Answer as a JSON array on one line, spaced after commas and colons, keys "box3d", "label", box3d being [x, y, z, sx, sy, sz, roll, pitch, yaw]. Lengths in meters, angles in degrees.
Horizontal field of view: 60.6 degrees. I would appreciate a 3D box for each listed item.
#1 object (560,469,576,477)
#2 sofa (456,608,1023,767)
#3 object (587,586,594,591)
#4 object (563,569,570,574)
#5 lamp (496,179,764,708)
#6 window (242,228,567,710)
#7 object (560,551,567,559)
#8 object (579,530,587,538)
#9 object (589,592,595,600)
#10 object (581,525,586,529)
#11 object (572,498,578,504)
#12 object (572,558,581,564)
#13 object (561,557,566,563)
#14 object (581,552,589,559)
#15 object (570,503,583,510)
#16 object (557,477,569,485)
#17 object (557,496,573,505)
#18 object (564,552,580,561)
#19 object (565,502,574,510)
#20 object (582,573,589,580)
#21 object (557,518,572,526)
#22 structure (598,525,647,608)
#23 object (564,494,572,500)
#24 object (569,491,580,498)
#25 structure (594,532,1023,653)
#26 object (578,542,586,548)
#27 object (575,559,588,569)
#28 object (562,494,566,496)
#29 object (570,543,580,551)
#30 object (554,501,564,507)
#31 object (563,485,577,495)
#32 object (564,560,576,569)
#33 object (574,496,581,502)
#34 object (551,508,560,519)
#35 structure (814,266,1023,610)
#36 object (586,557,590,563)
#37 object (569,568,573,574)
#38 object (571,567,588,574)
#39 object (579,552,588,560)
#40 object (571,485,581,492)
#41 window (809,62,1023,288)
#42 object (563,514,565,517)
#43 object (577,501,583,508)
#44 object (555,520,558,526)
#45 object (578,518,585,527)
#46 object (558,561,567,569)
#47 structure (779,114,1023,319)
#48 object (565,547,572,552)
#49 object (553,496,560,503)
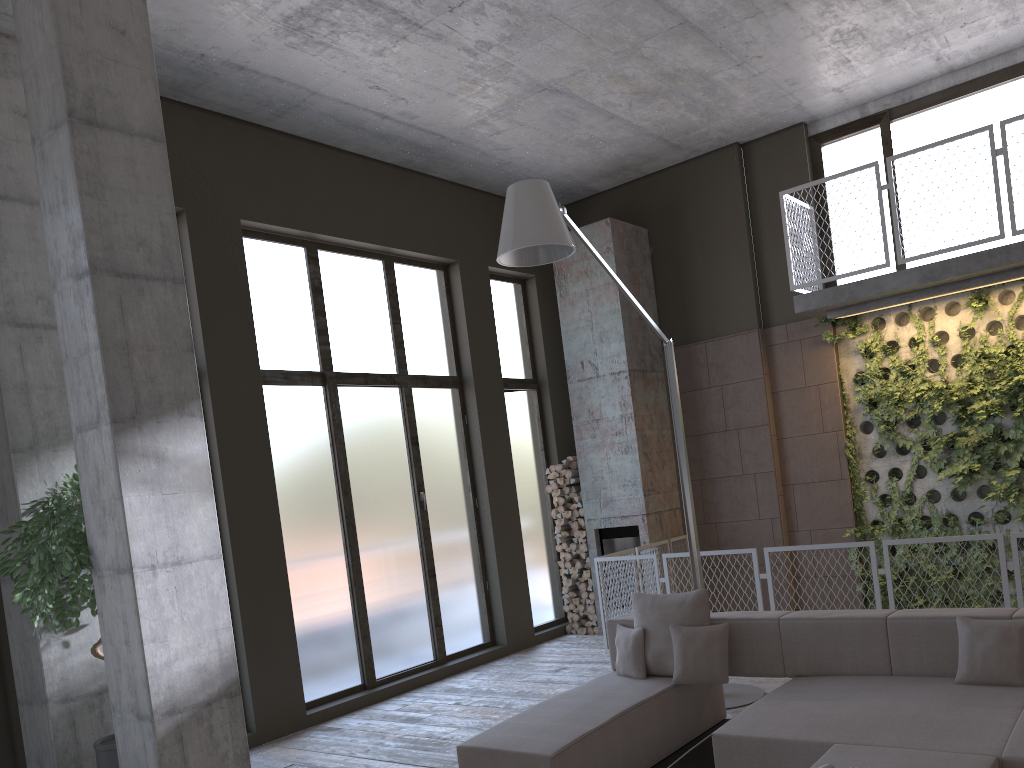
[{"box3d": [0.699, 1.031, 10.225, 0.105, 0.084, 0.361, -10, -7, 37], "label": "object"}, {"box3d": [1.131, 1.740, 4.244, 3.032, 0.783, 2.994, -12, -8, 38], "label": "sofa"}, {"box3d": [1.015, 2.349, 10.234, 0.072, 0.072, 0.420, -9, -6, 37], "label": "object"}, {"box3d": [0.754, 2.196, 10.413, 0.068, 0.067, 0.420, -9, -6, 37], "label": "object"}, {"box3d": [0.914, 0.640, 5.814, 0.761, 3.421, 2.614, -7, -1, 25], "label": "lamp"}, {"box3d": [-2.395, 0.730, 6.980, 0.211, 4.160, 9.156, -6, -4, 37], "label": "window"}, {"box3d": [0.694, 2.015, 10.407, 0.102, 0.102, 0.291, -9, -6, 39], "label": "object"}, {"box3d": [0.949, 1.722, 10.199, 0.094, 0.083, 0.477, -10, -7, 37], "label": "object"}, {"box3d": [1.054, 2.439, 10.228, 0.092, 0.092, 0.435, -9, -6, 37], "label": "object"}, {"box3d": [0.933, 1.644, 10.245, 0.102, 0.086, 0.361, -10, -7, 37], "label": "object"}, {"box3d": [0.833, 1.362, 10.329, 0.105, 0.102, 0.290, -9, -6, 37], "label": "object"}, {"box3d": [0.856, 2.083, 10.360, 0.102, 0.086, 0.361, -10, -7, 37], "label": "object"}, {"box3d": [0.662, 2.059, 10.331, 0.046, 0.072, 0.250, -8, -5, 37], "label": "object"}, {"box3d": [0.941, 1.989, 10.237, 0.067, 0.085, 0.423, -8, -6, 35], "label": "object"}, {"box3d": [0.848, 1.424, 10.270, 0.116, 0.079, 0.433, -10, -7, 37], "label": "object"}, {"box3d": [0.702, 1.124, 10.278, 0.095, 0.083, 0.477, -10, -7, 37], "label": "object"}, {"box3d": [0.659, 1.354, 10.294, 0.099, 0.107, 0.292, -9, -6, 39], "label": "object"}, {"box3d": [0.741, 2.007, 10.313, 0.099, 0.107, 0.292, -9, -6, 39], "label": "object"}, {"box3d": [0.774, 1.429, 10.341, 0.102, 0.086, 0.361, -10, -7, 37], "label": "object"}, {"box3d": [0.976, 2.216, 10.265, 0.092, 0.089, 0.453, -9, -6, 37], "label": "object"}, {"box3d": [0.710, 1.600, 10.315, 0.094, 0.083, 0.477, -10, -7, 37], "label": "object"}, {"box3d": [1.281, 2.051, 9.837, 0.581, 0.927, 0.056, -8, 1, 38], "label": "structure"}, {"box3d": [0.740, 1.308, 10.296, 0.065, 0.074, 0.357, -9, -6, 36], "label": "object"}, {"box3d": [0.815, 1.277, 10.229, 0.123, 0.067, 0.361, -11, -8, 39], "label": "object"}, {"box3d": [3.168, 1.795, 7.939, 4.479, 0.932, 1.915, -12, -7, 38], "label": "structure"}, {"box3d": [0.910, 1.864, 10.265, 0.068, 0.071, 0.421, -9, -6, 37], "label": "object"}, {"box3d": [0.904, 2.084, 10.256, 0.092, 0.089, 0.452, -9, -6, 39], "label": "object"}, {"box3d": [0.672, 1.279, 10.312, 0.090, 0.056, 0.330, -11, -7, 37], "label": "object"}, {"box3d": [0.838, 1.885, 10.286, 0.092, 0.089, 0.453, -9, -6, 36], "label": "object"}, {"box3d": [0.580, 1.406, 10.312, 0.046, 0.072, 0.250, -8, -5, 37], "label": "object"}, {"box3d": [0.756, 1.232, 10.266, 0.092, 0.089, 0.453, -9, -6, 36], "label": "object"}, {"box3d": [0.782, 2.111, 10.389, 0.093, 0.093, 0.435, -9, -6, 37], "label": "object"}, {"box3d": [0.859, 1.336, 10.218, 0.067, 0.085, 0.423, -8, -6, 35], "label": "object"}, {"box3d": [0.595, 1.526, 10.405, 0.064, 0.125, 0.362, -7, -5, 36], "label": "object"}, {"box3d": [4.321, 0.688, 8.207, 2.654, 3.819, 0.995, -8, 0, 38], "label": "structure"}, {"box3d": [0.988, 2.011, 10.204, 0.067, 0.085, 0.423, -8, -6, 35], "label": "object"}, {"box3d": [0.817, 2.184, 10.363, 0.068, 0.067, 0.420, -9, -6, 37], "label": "object"}, {"box3d": [0.873, 2.161, 10.314, 0.094, 0.083, 0.477, -10, -7, 37], "label": "object"}, {"box3d": [0.915, 2.015, 10.349, 0.105, 0.102, 0.290, -9, -6, 37], "label": "object"}, {"box3d": [0.827, 1.211, 10.246, 0.068, 0.071, 0.421, -9, -6, 37], "label": "object"}, {"box3d": [4.593, -1.986, 7.998, 3.607, 1.747, 0.109, -11, -1, 38], "label": "window"}, {"box3d": [0.768, 1.516, 10.290, 0.116, 0.079, 0.433, -10, -7, 37], "label": "object"}, {"box3d": [0.893, 1.386, 10.206, 0.072, 0.072, 0.420, -9, -6, 37], "label": "object"}, {"box3d": [0.654, 1.623, 10.364, 0.068, 0.067, 0.420, -9, -6, 37], "label": "object"}, {"box3d": [0.901, 1.592, 10.177, 0.089, 0.108, 0.363, -9, -6, 37], "label": "object"}, {"box3d": [0.686, 2.132, 10.412, 0.089, 0.108, 0.363, -9, -6, 37], "label": "object"}, {"box3d": [4.020, 0.000, 6.949, 3.722, 4.312, 3.012, -9, -2, 38], "label": "structure"}, {"box3d": [0.755, 1.932, 10.332, 0.090, 0.056, 0.330, -11, -7, 37], "label": "object"}, {"box3d": [0.611, 1.362, 10.387, 0.102, 0.102, 0.291, -9, -6, 39], "label": "object"}]
